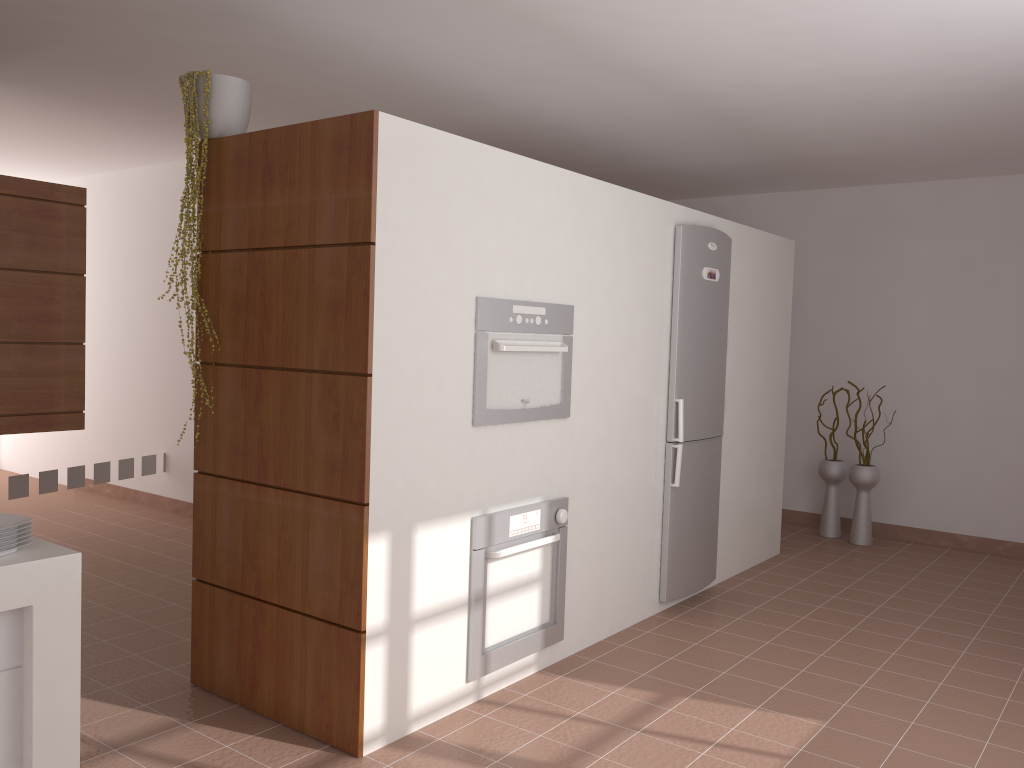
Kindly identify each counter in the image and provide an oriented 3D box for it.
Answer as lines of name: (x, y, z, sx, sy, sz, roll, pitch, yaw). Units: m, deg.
counter: (-1.984, 0.790, 1.458, 0.821, 0.800, 2.156, 4, 4, 37)

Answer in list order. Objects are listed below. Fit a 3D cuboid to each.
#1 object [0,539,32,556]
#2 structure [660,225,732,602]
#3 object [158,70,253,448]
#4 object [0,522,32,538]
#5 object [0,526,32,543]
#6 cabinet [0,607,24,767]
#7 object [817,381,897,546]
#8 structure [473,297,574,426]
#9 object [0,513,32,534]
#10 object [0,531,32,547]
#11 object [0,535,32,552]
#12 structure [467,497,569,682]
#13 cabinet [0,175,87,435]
object: (-1.231, 0.375, 2.003, 0.228, 0.020, 0.228, 3, 3, 19)
structure: (0.962, 0.141, 4.536, 0.089, 1.862, 0.604, 4, 4, 37)
object: (-1.111, -0.440, 3.239, 0.297, 1.344, 0.279, 2, 3, -4)
object: (-1.230, 0.334, 2.001, 0.228, 0.020, 0.228, 3, 3, 19)
object: (-1.230, 0.344, 2.002, 0.228, 0.020, 0.228, 3, 3, 19)
cabinet: (-2.016, 0.841, 1.414, 0.737, 0.700, 2.048, 4, 4, 37)
object: (2.377, 0.538, 6.066, 0.284, 1.112, 0.655, 0, 4, -34)
structure: (0.074, -0.084, 3.342, 0.056, 0.454, 0.614, 4, 4, 37)
object: (-1.230, 0.324, 2.001, 0.228, 0.020, 0.228, 3, 3, 19)
object: (-1.231, 0.354, 2.002, 0.228, 0.020, 0.228, 3, 3, 19)
object: (-1.231, 0.364, 2.003, 0.228, 0.020, 0.228, 3, 3, 19)
structure: (0.044, 0.763, 3.391, 0.058, 0.592, 0.596, 4, 4, 37)
cabinet: (-3.838, -0.340, 2.754, 0.754, 1.200, 4.718, 4, 4, 37)
